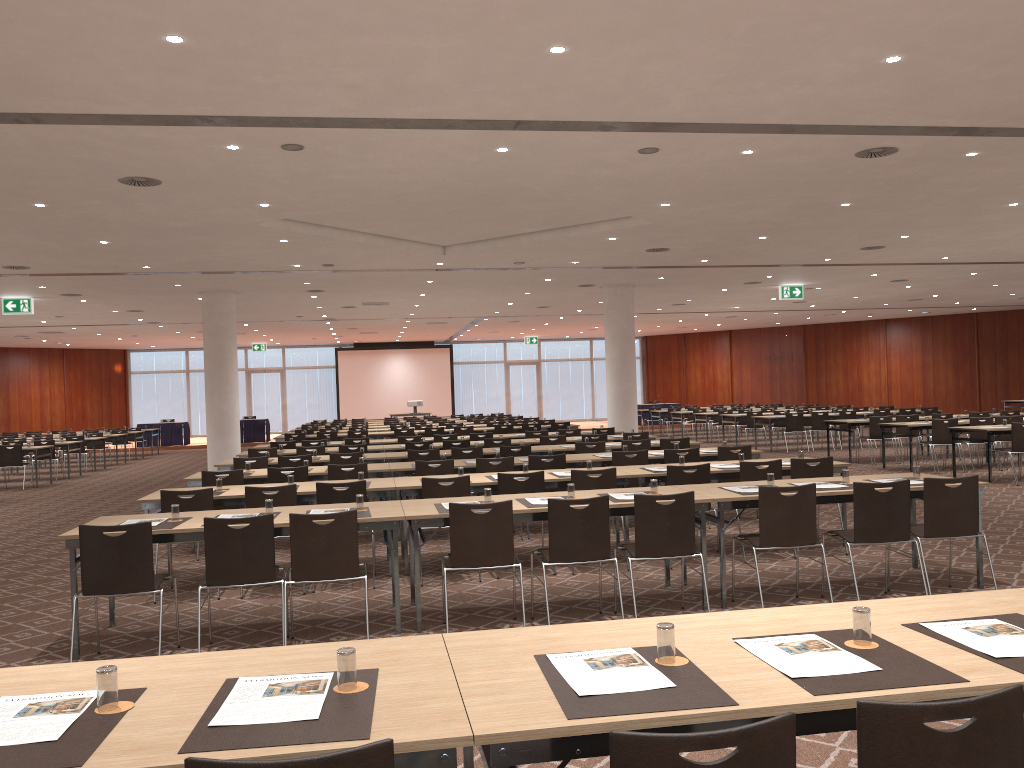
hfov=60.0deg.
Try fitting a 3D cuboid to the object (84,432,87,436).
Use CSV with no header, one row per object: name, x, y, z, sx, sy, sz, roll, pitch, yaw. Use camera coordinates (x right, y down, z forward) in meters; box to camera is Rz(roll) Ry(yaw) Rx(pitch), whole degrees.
object,-11.819,1.380,24.571,0.054,0.114,0.054,-2,0,-21

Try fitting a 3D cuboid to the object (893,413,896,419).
object,7.839,0.649,18.160,0.054,0.114,0.054,-2,0,-21

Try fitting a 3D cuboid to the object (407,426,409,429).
object,-2.348,1.017,20.037,0.054,0.114,0.054,-2,0,-43

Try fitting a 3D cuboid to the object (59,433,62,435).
object,-12.462,1.401,24.476,0.054,0.114,0.054,-2,0,-21

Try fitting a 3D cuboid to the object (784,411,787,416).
object,6.632,0.715,21.512,0.054,0.114,0.054,-2,0,-43

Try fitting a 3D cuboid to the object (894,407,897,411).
object,9.514,0.618,21.989,0.054,0.114,0.054,-2,0,24

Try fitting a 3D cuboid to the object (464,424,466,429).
object,-1.070,0.974,20.252,0.054,0.114,0.054,-2,0,-43

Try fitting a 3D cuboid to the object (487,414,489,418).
object,-0.768,1.022,28.411,0.054,0.114,0.054,-2,0,24

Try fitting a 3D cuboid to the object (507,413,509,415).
object,-0.121,1.000,28.522,0.054,0.114,0.054,-2,0,-43

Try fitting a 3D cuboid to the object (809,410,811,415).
object,7.271,0.693,21.614,0.054,0.114,0.054,-2,0,-43

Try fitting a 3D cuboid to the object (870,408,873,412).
object,8.871,0.640,21.887,0.054,0.114,0.054,-2,0,24

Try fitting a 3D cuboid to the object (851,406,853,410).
object,9.194,0.643,23.964,0.054,0.114,0.054,-2,0,24

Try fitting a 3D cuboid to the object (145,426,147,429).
object,-11.822,1.409,28.634,0.054,0.114,0.054,-2,0,-21

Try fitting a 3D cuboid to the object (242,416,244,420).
object,-9.814,1.238,32.358,0.054,0.114,0.054,-2,0,2

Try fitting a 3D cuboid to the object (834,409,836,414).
object,7.911,0.672,21.730,0.054,0.114,0.054,-2,0,-43

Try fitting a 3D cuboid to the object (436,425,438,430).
object,-1.704,0.996,20.152,0.054,0.114,0.054,-2,0,-43

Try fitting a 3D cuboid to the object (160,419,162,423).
object,-12.619,1.332,31.901,0.054,0.114,0.054,-2,0,2

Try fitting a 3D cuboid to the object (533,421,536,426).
object,0.523,0.921,20.513,0.054,0.114,0.054,-2,0,24

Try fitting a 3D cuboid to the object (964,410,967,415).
object,9.429,0.595,18.425,0.054,0.114,0.054,-2,0,24

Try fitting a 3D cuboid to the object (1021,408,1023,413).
object,10.723,0.552,18.630,0.054,0.114,0.054,-2,0,24

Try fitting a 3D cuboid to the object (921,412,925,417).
object,8.469,0.628,18.273,0.054,0.114,0.054,-2,0,-21

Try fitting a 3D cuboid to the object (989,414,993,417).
object,8.801,0.602,16.291,0.054,0.114,0.054,-2,0,-21

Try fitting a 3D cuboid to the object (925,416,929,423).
object,7.524,0.645,16.079,0.054,0.114,0.054,-2,0,-21

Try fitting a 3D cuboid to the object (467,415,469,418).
object,-1.401,1.043,28.309,0.054,0.114,0.054,-2,0,24

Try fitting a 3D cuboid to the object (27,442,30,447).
object,-10.219,1.282,18.756,0.054,0.114,0.054,-2,0,-43

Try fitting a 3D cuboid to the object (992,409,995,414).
object,10.068,0.574,18.527,0.054,0.114,0.054,-2,0,24

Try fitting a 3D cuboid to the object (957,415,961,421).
object,8.162,0.623,16.196,0.054,0.114,0.054,-2,0,-21

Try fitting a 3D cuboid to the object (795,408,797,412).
object,7.594,0.697,23.698,0.054,0.114,0.054,-2,0,-43

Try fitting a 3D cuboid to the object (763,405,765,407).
object,7.901,0.716,27.799,0.054,0.114,0.054,-2,0,-43

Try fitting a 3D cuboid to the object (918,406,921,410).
object,10.144,0.597,22.080,0.054,0.114,0.054,-2,0,24

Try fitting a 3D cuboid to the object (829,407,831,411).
object,8.555,0.665,23.861,0.054,0.114,0.054,-2,0,24

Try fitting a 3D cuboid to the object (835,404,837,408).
object,9.518,0.647,26.033,0.054,0.114,0.054,-2,0,-43

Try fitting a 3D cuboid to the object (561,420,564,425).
object,1.178,0.898,20.614,0.054,0.114,0.054,-2,0,-43

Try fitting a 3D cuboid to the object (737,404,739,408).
object,7.589,0.741,29.766,0.054,0.114,0.054,-2,0,-43

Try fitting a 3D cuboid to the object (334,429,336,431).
object,-3.951,1.071,19.793,0.054,0.114,0.054,-2,0,24

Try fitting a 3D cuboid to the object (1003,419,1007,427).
object,7.839,0.620,14.104,0.054,0.114,0.054,-2,0,2

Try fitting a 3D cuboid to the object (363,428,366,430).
object,-3.304,1.049,19.883,0.054,0.114,0.054,-2,0,24

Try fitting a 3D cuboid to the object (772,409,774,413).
object,6.952,0.719,23.596,0.054,0.114,0.054,-2,0,-43

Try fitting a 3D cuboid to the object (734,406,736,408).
object,6.946,0.748,27.639,0.054,0.114,0.054,-2,0,-21

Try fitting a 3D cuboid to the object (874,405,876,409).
object,9.841,0.621,24.054,0.054,0.114,0.054,-2,0,24

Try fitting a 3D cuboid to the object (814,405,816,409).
object,8.861,0.669,25.921,0.054,0.114,0.054,-2,0,-43

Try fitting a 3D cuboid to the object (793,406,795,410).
object,8.221,0.690,25.822,0.054,0.114,0.054,-2,0,-43

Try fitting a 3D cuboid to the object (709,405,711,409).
object,6.622,0.773,29.621,0.054,0.114,0.054,-2,0,-21

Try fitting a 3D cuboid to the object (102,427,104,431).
object,-13.095,1.452,28.421,0.054,0.114,0.054,-2,0,-21

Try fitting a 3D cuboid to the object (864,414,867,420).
object,7.202,0.670,18.067,0.054,0.114,0.054,-2,0,-21

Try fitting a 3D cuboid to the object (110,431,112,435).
object,-11.172,1.358,24.685,0.054,0.114,0.054,-2,0,-21

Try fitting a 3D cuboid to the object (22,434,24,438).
object,-13.417,1.433,24.316,0.054,0.114,0.054,-2,0,-43

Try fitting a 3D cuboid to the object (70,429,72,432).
object,-14.055,1.484,28.268,0.054,0.114,0.054,-2,0,-43

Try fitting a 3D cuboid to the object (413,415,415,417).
object,-3.321,1.123,30.017,0.054,0.114,0.054,-2,0,24

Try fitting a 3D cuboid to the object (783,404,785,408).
object,8.544,0.694,27.894,0.054,0.114,0.054,-2,0,-43

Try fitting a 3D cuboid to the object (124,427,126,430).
object,-12.456,1.430,28.527,0.054,0.114,0.054,-2,0,-21

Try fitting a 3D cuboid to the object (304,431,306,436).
object,-4.596,1.093,19.689,0.054,0.114,0.054,-2,0,-43

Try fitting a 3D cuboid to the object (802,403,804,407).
object,9.191,0.672,28.008,0.054,0.114,0.054,-2,0,-43

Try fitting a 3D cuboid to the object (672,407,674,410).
object,5.342,0.816,29.410,0.054,0.114,0.054,-2,0,-21

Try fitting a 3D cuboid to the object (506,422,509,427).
object,-0.106,0.942,20.415,0.054,0.114,0.054,-2,0,24
